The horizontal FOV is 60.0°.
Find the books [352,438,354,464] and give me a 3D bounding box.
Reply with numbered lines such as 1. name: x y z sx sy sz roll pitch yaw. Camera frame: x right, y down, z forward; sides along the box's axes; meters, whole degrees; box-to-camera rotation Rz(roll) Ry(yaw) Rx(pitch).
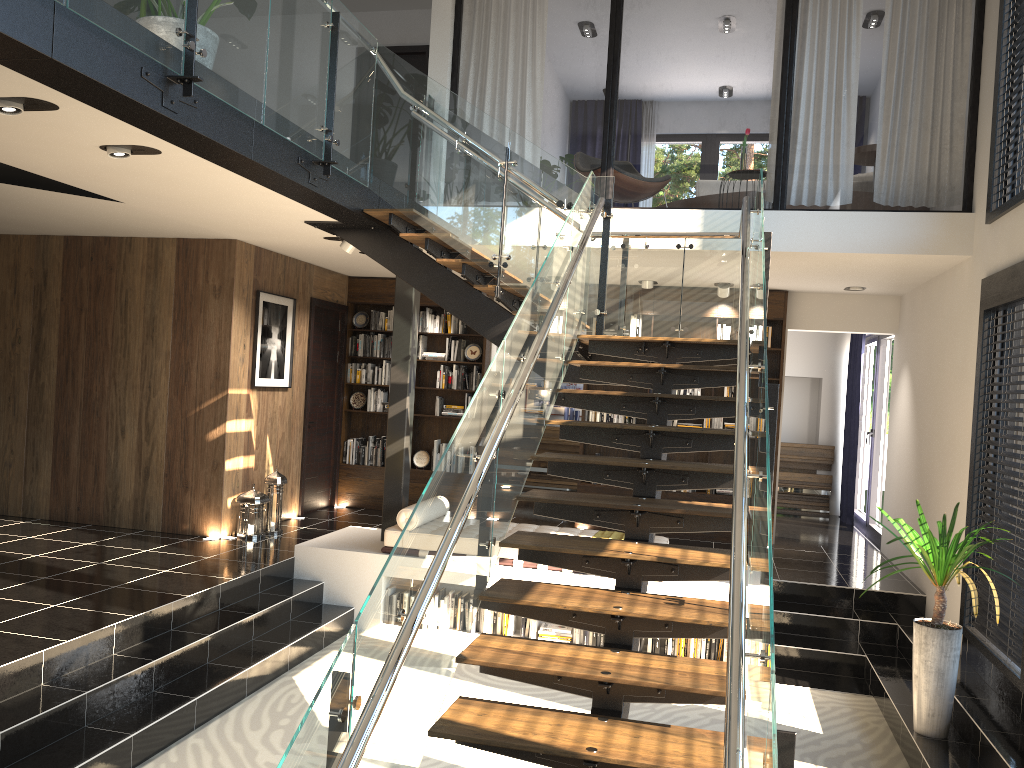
1. books: -1.829 0.788 10.440 0.016 0.304 0.217 4 0 13

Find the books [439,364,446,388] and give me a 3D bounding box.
1. books: -0.799 -0.089 10.197 0.025 0.280 0.145 4 1 13

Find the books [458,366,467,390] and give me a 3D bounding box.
1. books: -0.564 -0.073 10.124 0.037 0.277 0.179 4 0 13

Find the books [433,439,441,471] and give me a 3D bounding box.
1. books: -0.865 0.816 10.185 0.017 0.359 0.189 4 1 13

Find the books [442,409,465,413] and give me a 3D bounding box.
1. books: -0.655 0.314 10.186 0.263 0.030 0.159 3 0 10

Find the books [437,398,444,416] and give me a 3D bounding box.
1. books: -0.821 0.264 10.203 0.036 0.206 0.215 4 0 13

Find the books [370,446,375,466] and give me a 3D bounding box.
1. books: -1.611 0.841 10.410 0.034 0.223 0.209 4 0 13

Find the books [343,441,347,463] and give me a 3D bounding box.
1. books: -1.941 0.802 10.501 0.032 0.262 0.194 4 0 13

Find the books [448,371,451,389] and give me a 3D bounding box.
1. books: -0.699 -0.043 10.167 0.026 0.200 0.154 4 0 13

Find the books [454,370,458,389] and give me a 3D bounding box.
1. books: -0.627 -0.048 10.131 0.027 0.219 0.139 4 0 13

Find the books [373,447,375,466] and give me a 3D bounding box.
1. books: -1.577 0.843 10.402 0.036 0.222 0.173 4 0 13

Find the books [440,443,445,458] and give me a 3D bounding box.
1. books: -0.805 0.841 10.216 0.019 0.317 0.122 4 1 13

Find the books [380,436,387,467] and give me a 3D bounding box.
1. books: -1.482 0.782 10.336 0.019 0.356 0.235 4 0 13

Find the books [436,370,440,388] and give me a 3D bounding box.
1. books: -0.828 -0.056 10.212 0.033 0.211 0.132 4 0 13

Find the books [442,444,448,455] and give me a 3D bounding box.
1. books: -0.772 0.841 10.193 0.019 0.321 0.161 4 1 13

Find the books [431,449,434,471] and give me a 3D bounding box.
1. books: -0.899 0.872 10.244 0.023 0.244 0.135 4 1 13

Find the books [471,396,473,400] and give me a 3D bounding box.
1. books: -0.432 0.262 10.152 0.038 0.257 0.138 4 1 13

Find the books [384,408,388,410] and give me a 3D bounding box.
1. books: -1.348 0.294 10.343 0.266 0.021 0.152 3 0 12

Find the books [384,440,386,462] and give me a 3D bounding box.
1. books: -1.449 0.804 10.351 0.042 0.315 0.193 4 0 13

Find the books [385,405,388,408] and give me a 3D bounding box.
1. books: -1.346 0.267 10.342 0.244 0.033 0.142 3 0 9

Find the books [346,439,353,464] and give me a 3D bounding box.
1. books: -1.893 0.795 10.464 0.014 0.282 0.232 4 0 13

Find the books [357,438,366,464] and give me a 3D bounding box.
1. books: -1.775 0.791 10.449 0.020 0.304 0.189 4 0 13

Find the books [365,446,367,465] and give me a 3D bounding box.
1. books: -1.674 0.838 10.415 0.026 0.222 0.209 4 0 13

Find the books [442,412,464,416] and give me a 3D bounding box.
1. books: -0.659 0.342 10.178 0.271 0.028 0.174 3 0 9

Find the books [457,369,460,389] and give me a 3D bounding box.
1. books: -0.594 -0.056 10.147 0.030 0.239 0.146 4 0 13

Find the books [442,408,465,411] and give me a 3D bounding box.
1. books: -0.652 0.289 10.192 0.266 0.019 0.157 3 0 15

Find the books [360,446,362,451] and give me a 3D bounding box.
1. books: -1.746 0.839 10.464 0.035 0.212 0.159 4 0 13

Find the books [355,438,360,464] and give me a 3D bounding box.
1. books: -1.792 0.791 10.459 0.018 0.302 0.195 4 0 13

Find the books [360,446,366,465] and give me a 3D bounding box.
1. books: -1.730 0.837 10.411 0.021 0.217 0.220 4 0 13

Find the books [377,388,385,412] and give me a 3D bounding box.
1. books: -1.536 0.186 10.376 0.032 0.279 0.133 4 1 13

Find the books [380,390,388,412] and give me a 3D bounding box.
1. books: -1.502 0.201 10.387 0.030 0.253 0.138 4 1 13

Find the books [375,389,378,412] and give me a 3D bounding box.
1. books: -1.561 0.191 10.390 0.024 0.265 0.148 4 1 13

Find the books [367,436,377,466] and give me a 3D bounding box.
1. books: -1.640 0.780 10.378 0.016 0.341 0.217 4 0 13

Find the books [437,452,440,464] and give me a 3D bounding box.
1. books: -0.834 0.891 10.223 0.034 0.215 0.104 4 1 13

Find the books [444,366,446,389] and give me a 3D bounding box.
1. books: -0.740 -0.072 10.163 0.014 0.253 0.169 4 0 13

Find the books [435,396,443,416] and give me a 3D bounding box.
1. books: -0.845 0.254 10.239 0.028 0.224 0.161 4 0 13

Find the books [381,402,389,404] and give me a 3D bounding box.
1. books: -1.349 0.227 10.323 0.292 0.013 0.187 3 0 16

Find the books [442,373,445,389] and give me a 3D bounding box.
1. books: -0.761 -0.037 10.175 0.028 0.180 0.130 4 0 13

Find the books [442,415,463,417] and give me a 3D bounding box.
1. books: -0.658 0.367 10.189 0.245 0.021 0.159 3 0 15

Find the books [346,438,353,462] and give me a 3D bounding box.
1. books: -1.907 0.791 10.500 0.032 0.288 0.180 4 0 13

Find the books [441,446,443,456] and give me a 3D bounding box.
1. books: -0.788 0.856 10.213 0.019 0.289 0.145 4 1 13

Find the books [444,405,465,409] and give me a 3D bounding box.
1. books: -0.649 0.265 10.200 0.239 0.031 0.146 3 0 13

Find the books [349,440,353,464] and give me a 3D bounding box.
1. books: -1.867 0.796 10.476 0.030 0.282 0.170 4 0 13

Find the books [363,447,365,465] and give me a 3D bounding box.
1. books: -1.699 0.844 10.432 0.029 0.207 0.166 4 0 13

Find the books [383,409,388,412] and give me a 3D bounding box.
1. books: -1.350 0.320 10.341 0.262 0.032 0.154 3 0 15

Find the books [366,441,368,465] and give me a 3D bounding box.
1. books: -1.654 0.809 10.399 0.017 0.282 0.232 4 0 13

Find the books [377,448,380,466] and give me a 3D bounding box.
1. books: -1.528 0.853 10.390 0.033 0.208 0.192 4 0 13

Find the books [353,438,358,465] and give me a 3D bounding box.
1. books: -1.815 0.787 10.430 0.015 0.306 0.222 4 0 13

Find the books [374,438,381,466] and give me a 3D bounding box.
1. books: -1.553 0.795 10.376 0.016 0.322 0.218 4 0 13

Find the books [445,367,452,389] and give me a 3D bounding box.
1. books: -0.726 -0.071 10.151 0.021 0.253 0.167 4 0 13

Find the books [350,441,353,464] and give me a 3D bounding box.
1. books: -1.850 0.804 10.439 0.022 0.269 0.216 4 0 13

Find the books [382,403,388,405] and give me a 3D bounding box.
1. books: -1.349 0.242 10.330 0.293 0.016 0.174 3 0 12

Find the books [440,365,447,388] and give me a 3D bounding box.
1. books: -0.782 -0.084 10.175 0.019 0.272 0.175 4 0 13

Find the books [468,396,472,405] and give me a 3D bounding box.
1. books: -0.467 0.265 10.118 0.014 0.247 0.192 4 0 13

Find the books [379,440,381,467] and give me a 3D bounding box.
1. books: -1.501 0.807 10.364 0.027 0.304 0.204 4 0 13

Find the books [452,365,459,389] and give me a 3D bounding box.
1. books: -0.646 -0.080 10.146 0.020 0.281 0.153 4 1 13

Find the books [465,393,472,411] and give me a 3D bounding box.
1. books: -0.501 0.247 10.136 0.014 0.279 0.202 4 0 13

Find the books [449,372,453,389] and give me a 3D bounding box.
1. books: -0.678 -0.039 10.132 0.032 0.195 0.183 4 0 13
